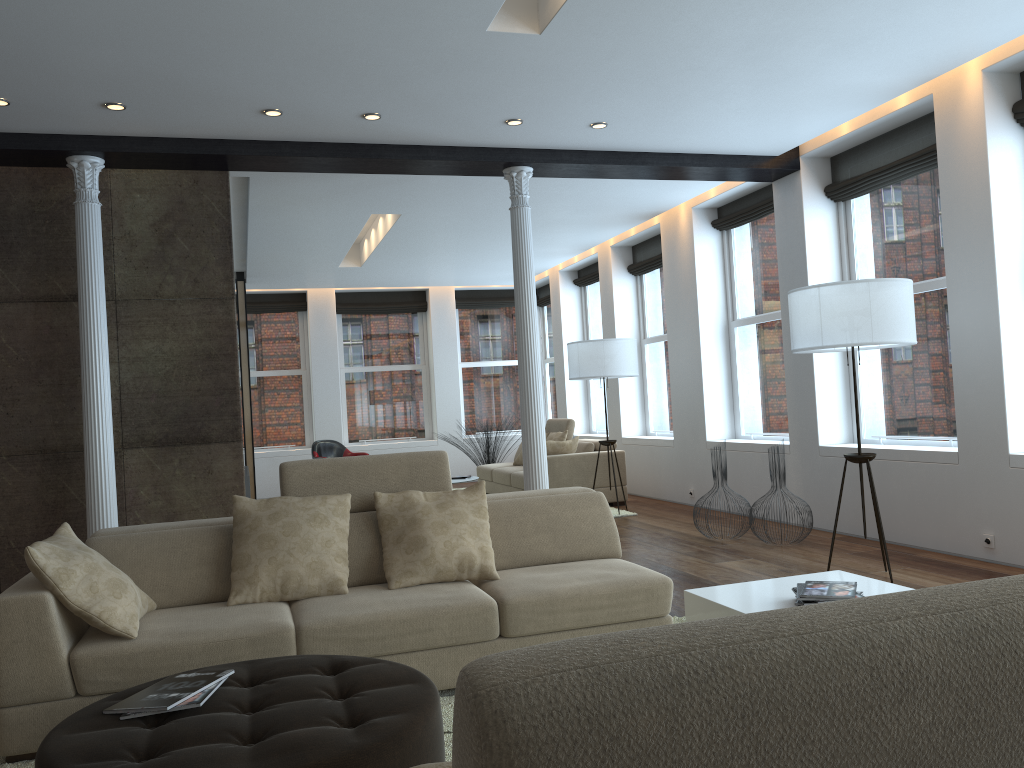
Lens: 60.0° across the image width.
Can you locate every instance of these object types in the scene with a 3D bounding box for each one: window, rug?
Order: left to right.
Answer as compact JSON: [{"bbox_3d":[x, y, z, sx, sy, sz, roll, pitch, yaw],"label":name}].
[{"bbox_3d":[-3.714,-0.126,13.116,1.420,2.400,0.123,-3,-1,-17],"label":"window"},{"bbox_3d":[-1.976,-0.214,13.649,1.420,2.400,0.123,-3,-1,-17],"label":"window"},{"bbox_3d":[-0.817,1.430,10.217,2.972,0.020,4.231,-3,-1,-17],"label":"rug"},{"bbox_3d":[-0.211,-0.304,14.182,1.474,2.400,0.123,-3,-1,-17],"label":"window"},{"bbox_3d":[0.132,1.194,2.718,4.231,0.020,2.972,-3,-1,-17],"label":"rug"},{"bbox_3d":[1.266,-0.444,11.928,0.123,2.400,1.444,-3,-1,-17],"label":"window"},{"bbox_3d":[1.787,-0.516,10.213,0.123,2.400,1.345,-3,-1,-17],"label":"window"},{"bbox_3d":[4.868,0.179,21.336,34.761,17.917,13.698,-3,-1,-17],"label":"window"},{"bbox_3d":[2.389,-0.598,8.236,0.123,2.400,1.391,-3,-1,-17],"label":"window"},{"bbox_3d":[2.915,-0.671,6.504,0.123,2.400,1.432,-3,-1,-17],"label":"window"}]

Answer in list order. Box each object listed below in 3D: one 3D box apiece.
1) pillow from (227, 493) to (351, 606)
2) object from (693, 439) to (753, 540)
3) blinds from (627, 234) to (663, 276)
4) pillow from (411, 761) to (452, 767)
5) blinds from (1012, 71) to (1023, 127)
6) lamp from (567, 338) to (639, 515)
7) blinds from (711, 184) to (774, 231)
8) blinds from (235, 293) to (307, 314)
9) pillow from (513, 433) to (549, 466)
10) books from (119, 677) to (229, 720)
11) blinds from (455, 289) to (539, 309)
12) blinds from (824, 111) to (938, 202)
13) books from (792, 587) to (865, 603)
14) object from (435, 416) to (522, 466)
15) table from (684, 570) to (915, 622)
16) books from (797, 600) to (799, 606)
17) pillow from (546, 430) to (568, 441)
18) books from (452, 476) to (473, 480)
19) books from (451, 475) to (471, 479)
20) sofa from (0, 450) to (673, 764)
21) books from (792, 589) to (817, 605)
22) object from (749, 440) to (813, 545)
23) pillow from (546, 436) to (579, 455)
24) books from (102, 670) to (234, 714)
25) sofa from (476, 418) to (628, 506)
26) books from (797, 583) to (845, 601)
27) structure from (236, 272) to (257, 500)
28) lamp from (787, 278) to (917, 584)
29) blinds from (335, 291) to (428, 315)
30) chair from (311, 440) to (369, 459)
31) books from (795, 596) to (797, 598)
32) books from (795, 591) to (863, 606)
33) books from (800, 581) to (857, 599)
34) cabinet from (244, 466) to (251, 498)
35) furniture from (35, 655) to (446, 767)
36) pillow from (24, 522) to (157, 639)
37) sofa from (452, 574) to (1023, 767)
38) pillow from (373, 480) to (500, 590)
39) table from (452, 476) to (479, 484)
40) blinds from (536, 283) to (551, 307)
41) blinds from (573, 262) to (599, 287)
[{"bbox_3d":[-0.943,0.687,3.802,0.534,0.439,0.301,-3,-1,-13],"label":"pillow"},{"bbox_3d":[1.650,0.828,7.003,0.458,0.781,0.458,-3,-1,-18],"label":"object"},{"bbox_3d":[1.669,-1.526,10.219,0.156,0.393,1.342,-3,-1,-17],"label":"blinds"},{"bbox_3d":[-0.078,0.569,0.959,0.534,0.439,0.301,-3,-1,-21],"label":"pillow"},{"bbox_3d":[3.332,-1.747,4.752,0.156,0.424,1.439,-3,-1,-17],"label":"blinds"},{"bbox_3d":[0.949,0.435,8.872,0.698,1.728,0.698,-3,-1,7],"label":"lamp"},{"bbox_3d":[2.266,-1.667,8.244,0.156,0.275,1.396,-3,-1,-17],"label":"blinds"},{"bbox_3d":[-3.744,-1.185,13.053,1.412,0.307,0.156,-3,-1,-17],"label":"blinds"},{"bbox_3d":[0.255,0.799,10.937,0.368,0.416,0.519,-3,-1,-22],"label":"pillow"},{"bbox_3d":[-0.955,0.888,2.543,0.219,0.031,0.300,-3,-1,-2],"label":"books"},{"bbox_3d":[-0.261,-1.360,14.120,1.442,0.312,0.155,-3,-1,-17],"label":"blinds"},{"bbox_3d":[2.782,-1.679,6.505,0.183,0.395,1.431,-3,-1,-17],"label":"blinds"},{"bbox_3d":[1.384,0.916,3.868,0.220,0.010,0.300,-3,-1,-2],"label":"books"},{"bbox_3d":[-0.362,0.936,12.251,1.119,1.014,1.125,-3,-2,-31],"label":"object"},{"bbox_3d":[1.408,1.057,4.056,0.900,0.170,0.900,-3,-1,-17],"label":"table"},{"bbox_3d":[1.362,0.946,3.875,0.220,0.010,0.300,-4,-1,18],"label":"books"},{"bbox_3d":[0.448,0.763,10.344,0.301,0.439,0.534,-3,-1,-21],"label":"pillow"},{"bbox_3d":[-0.586,0.986,9.292,0.300,0.010,0.220,-4,-1,18],"label":"books"},{"bbox_3d":[-0.579,0.977,9.316,0.300,0.010,0.220,-3,-1,-2],"label":"books"},{"bbox_3d":[-0.689,0.804,3.860,2.581,0.950,1.021,-3,-1,-17],"label":"sofa"},{"bbox_3d":[1.361,0.927,3.876,0.220,0.010,0.300,-4,-1,8],"label":"books"},{"bbox_3d":[1.993,0.799,6.621,0.458,0.781,0.458,-3,-1,-18],"label":"object"},{"bbox_3d":[0.443,0.766,9.547,0.518,0.393,0.395,-3,-1,-20],"label":"pillow"},{"bbox_3d":[-0.980,0.882,2.551,0.220,0.040,0.301,-4,-1,18],"label":"books"},{"bbox_3d":[0.370,0.903,10.580,1.018,0.950,2.581,-3,-1,-17],"label":"sofa"},{"bbox_3d":[1.360,0.907,3.876,0.220,0.010,0.300,-4,-1,18],"label":"books"},{"bbox_3d":[-3.489,0.097,11.636,0.120,3.059,0.600,-3,-1,-17],"label":"structure"},{"bbox_3d":[2.051,0.285,5.250,0.698,1.728,0.698,-3,-1,7],"label":"lamp"},{"bbox_3d":[-2.009,-1.246,13.583,1.422,0.363,0.156,-3,-1,-17],"label":"blinds"},{"bbox_3d":[-2.208,1.125,11.524,0.810,0.818,0.669,-2,-2,-37],"label":"chair"},{"bbox_3d":[1.387,0.954,3.867,0.220,0.010,0.300,-3,-1,3],"label":"books"},{"bbox_3d":[1.385,0.935,3.868,0.220,0.010,0.300,-4,-2,33],"label":"books"},{"bbox_3d":[1.383,0.896,3.869,0.220,0.010,0.300,-4,-1,23],"label":"books"},{"bbox_3d":[-3.056,1.249,9.562,0.450,0.603,2.000,-3,-1,-17],"label":"cabinet"},{"bbox_3d":[-0.715,1.050,2.443,1.057,0.355,1.057,-3,-1,-15],"label":"furniture"},{"bbox_3d":[-1.599,0.737,3.351,0.395,0.393,0.518,-3,-1,-14],"label":"pillow"},{"bbox_3d":[0.168,0.686,1.043,2.581,0.950,1.021,-3,-1,-17],"label":"sofa"},{"bbox_3d":[-0.342,0.667,3.972,0.519,0.416,0.368,-3,-1,-12],"label":"pillow"},{"bbox_3d":[-0.842,1.201,9.220,1.022,0.393,1.022,-4,-2,27],"label":"table"},{"bbox_3d":[0.618,-1.415,13.669,0.156,0.327,1.377,-3,-1,-17],"label":"blinds"},{"bbox_3d":[1.144,-1.513,11.934,0.156,0.275,1.442,-3,-1,-17],"label":"blinds"}]
